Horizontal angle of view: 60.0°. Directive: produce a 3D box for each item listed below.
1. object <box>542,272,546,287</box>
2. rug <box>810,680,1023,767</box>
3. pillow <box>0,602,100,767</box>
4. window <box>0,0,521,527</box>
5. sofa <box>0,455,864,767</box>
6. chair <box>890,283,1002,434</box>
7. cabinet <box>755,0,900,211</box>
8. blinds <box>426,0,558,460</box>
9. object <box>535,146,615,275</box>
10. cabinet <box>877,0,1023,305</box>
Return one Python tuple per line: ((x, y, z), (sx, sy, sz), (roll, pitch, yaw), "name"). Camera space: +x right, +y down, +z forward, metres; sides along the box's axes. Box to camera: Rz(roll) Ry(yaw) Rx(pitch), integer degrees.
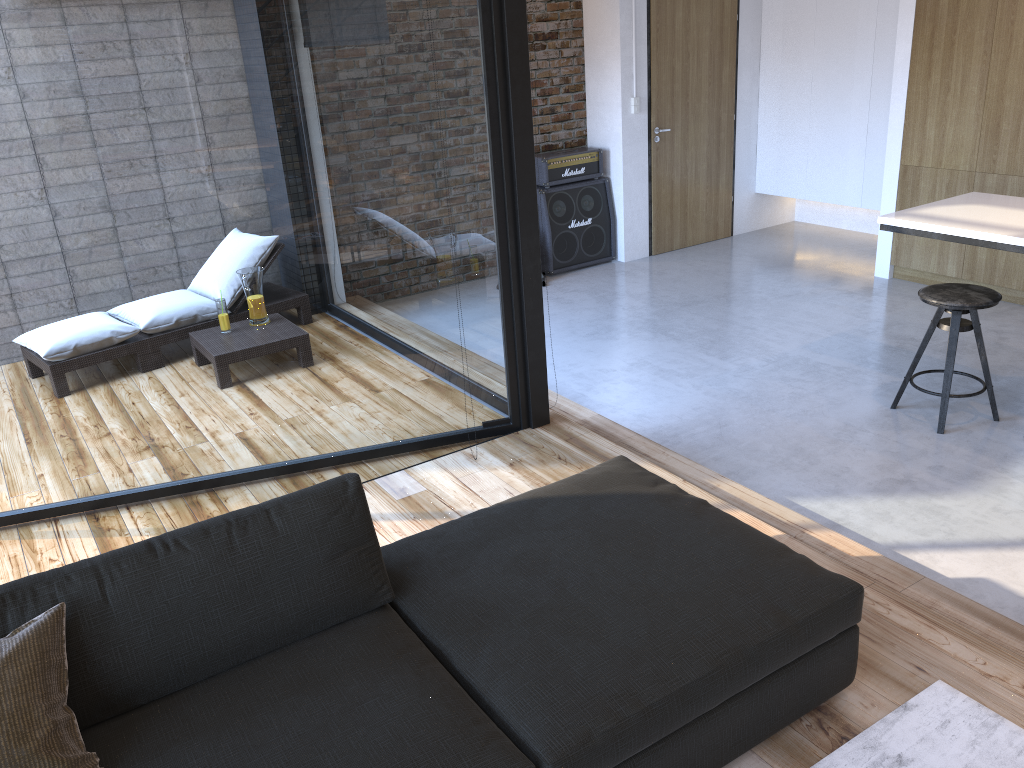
((0.059, -1.092, 7.060), (0.389, 0.591, 0.329), (-3, 23, 3), "object")
((0.723, 1.307, 1.272), (2.109, 0.003, 1.631), (-17, 25, -29), "rug")
((-1.108, 0.716, 1.731), (0.546, 0.311, 0.272), (-17, 26, -29), "pillow")
((-1.197, -0.528, 3.451), (2.447, 2.062, 0.100), (-10, 23, -13), "window")
((-0.055, 1.033, 1.161), (2.993, 0.704, 3.033), (-17, 25, -29), "sofa")
((2.127, -0.143, 4.292), (0.366, 0.633, 0.365), (-11, 23, -15), "chair")
((2.631, -2.499, 7.061), (0.020, 2.128, 1.703), (-17, 26, -29), "cabinet")
((-0.767, -0.793, 3.984), (1.828, 2.063, 3.840), (1, 23, 12), "blinds")
((0.475, -1.454, 7.381), (0.695, 0.941, 0.357), (-17, 26, -28), "object")
((4.627, -0.666, 2.129), (2.469, 2.887, 9.083), (-17, 26, -29), "cabinet")
